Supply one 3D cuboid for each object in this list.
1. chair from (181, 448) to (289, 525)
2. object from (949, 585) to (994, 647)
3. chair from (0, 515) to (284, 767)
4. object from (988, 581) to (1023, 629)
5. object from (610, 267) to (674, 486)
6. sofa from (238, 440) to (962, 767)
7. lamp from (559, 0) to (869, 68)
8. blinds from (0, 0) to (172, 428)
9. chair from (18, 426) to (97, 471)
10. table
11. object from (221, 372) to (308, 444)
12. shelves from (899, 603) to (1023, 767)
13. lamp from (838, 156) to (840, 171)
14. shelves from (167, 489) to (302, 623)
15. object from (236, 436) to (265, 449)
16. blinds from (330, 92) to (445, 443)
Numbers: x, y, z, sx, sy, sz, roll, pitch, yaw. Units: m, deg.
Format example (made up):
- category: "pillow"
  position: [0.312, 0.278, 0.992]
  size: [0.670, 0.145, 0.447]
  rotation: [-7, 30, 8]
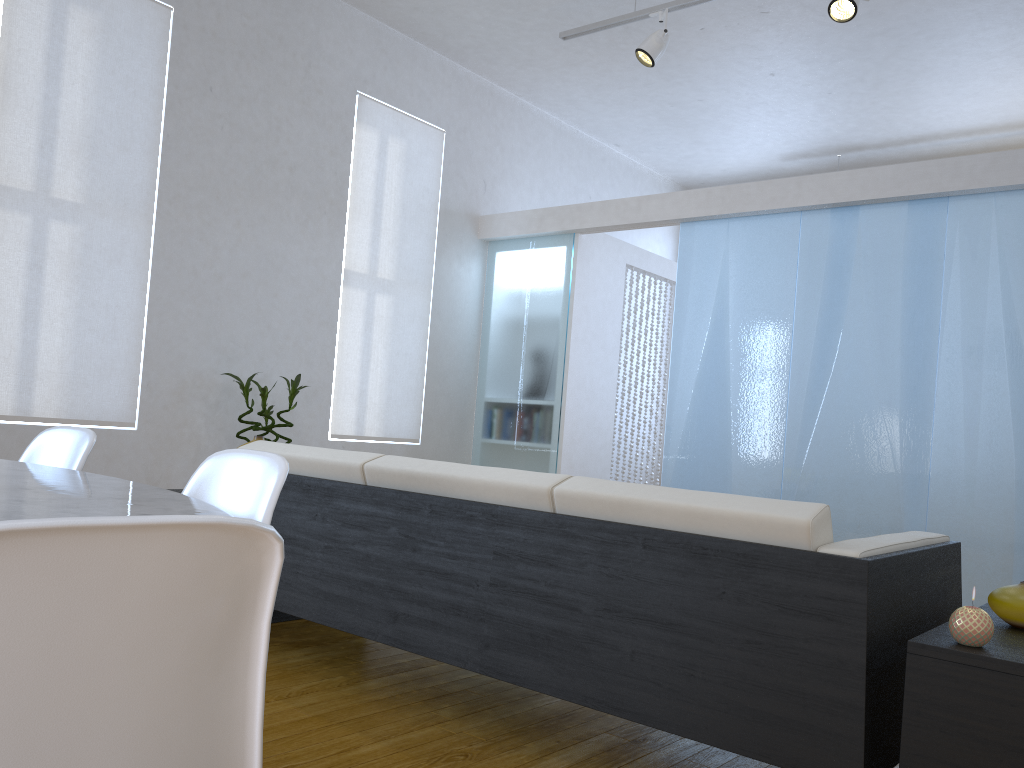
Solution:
- category: "chair"
  position: [-0.575, 0.266, 1.316]
  size: [0.405, 0.351, 0.420]
  rotation: [2, -3, 43]
- category: "object"
  position: [0.808, 0.406, 1.557]
  size: [0.071, 0.104, 0.071]
  rotation: [5, -2, -24]
- category: "chair"
  position: [-0.389, 0.245, 0.638]
  size: [0.419, 0.351, 0.406]
  rotation: [3, -3, 41]
- category: "object"
  position: [1.031, 0.441, 1.766]
  size: [0.147, 0.090, 0.146]
  rotation: [5, -3, -9]
- category: "object"
  position: [1.017, 0.178, 6.718]
  size: [0.051, 2.014, 0.924]
  rotation: [4, -2, 39]
- category: "sofa"
  position: [0.480, 0.636, 3.077]
  size: [5.333, 0.678, 9.741]
  rotation: [2, -4, 39]
- category: "lamp"
  position: [1.481, -1.892, 4.122]
  size: [3.115, 0.486, 0.205]
  rotation: [2, -2, 37]
- category: "blinds"
  position: [-2.025, -0.868, 4.119]
  size: [0.007, 2.109, 0.763]
  rotation: [4, -2, 39]
- category: "chair"
  position: [-1.087, 0.250, 1.763]
  size: [0.405, 0.351, 0.420]
  rotation: [3, -3, 38]
- category: "table"
  position: [-1.119, 0.431, 1.225]
  size: [1.908, 0.622, 1.072]
  rotation: [2, -3, 38]
- category: "object"
  position: [-1.357, 0.417, 4.695]
  size: [0.380, 0.979, 0.484]
  rotation: [4, -2, 12]
- category: "shelves"
  position: [1.038, 0.711, 1.717]
  size: [0.349, 0.451, 0.731]
  rotation: [3, -3, 39]
- category: "lamp"
  position: [3.512, -1.602, 6.627]
  size: [3.116, 0.486, 0.198]
  rotation: [2, -3, 38]
- category: "shelves"
  position: [-0.965, 0.640, 3.352]
  size: [0.349, 0.451, 0.731]
  rotation: [3, -3, 39]
- category: "object"
  position: [-0.981, 0.307, 3.408]
  size: [0.207, 0.215, 0.207]
  rotation: [5, -2, -9]
- category: "blinds"
  position: [-0.778, -0.689, 5.658]
  size: [0.007, 2.110, 0.763]
  rotation: [4, -2, 39]
